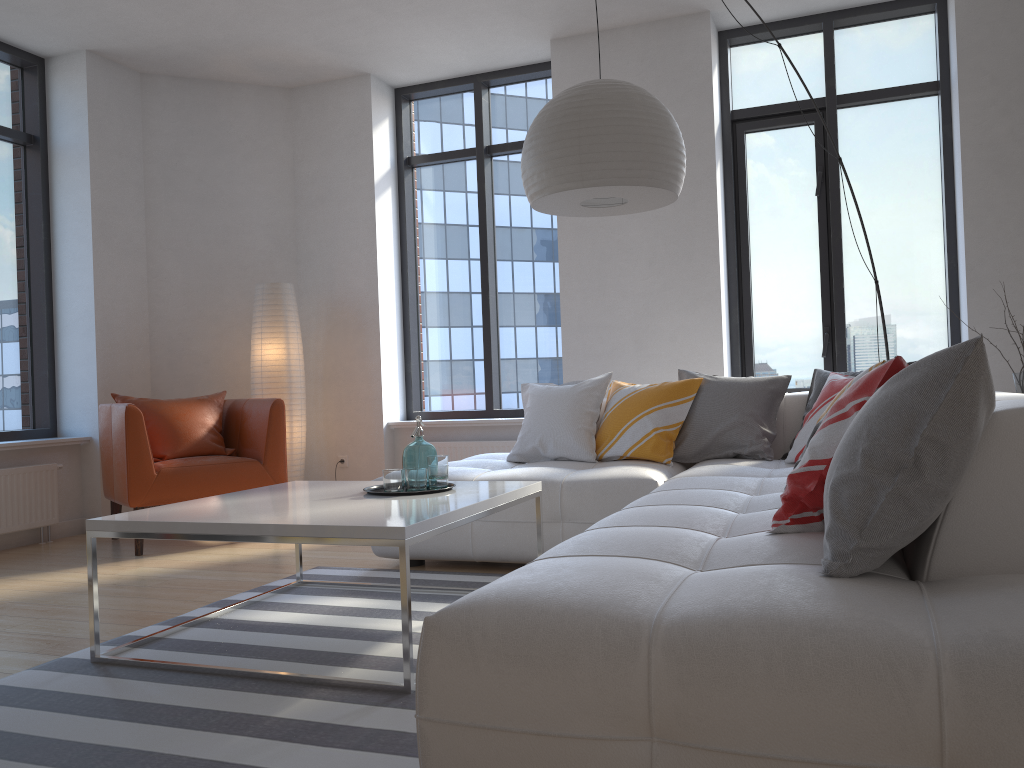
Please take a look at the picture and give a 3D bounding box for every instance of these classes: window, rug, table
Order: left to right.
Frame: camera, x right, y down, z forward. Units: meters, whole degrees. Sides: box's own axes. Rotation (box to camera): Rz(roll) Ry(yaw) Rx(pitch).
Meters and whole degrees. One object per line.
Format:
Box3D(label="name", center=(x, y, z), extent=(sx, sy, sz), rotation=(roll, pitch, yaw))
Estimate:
Box3D(label="window", center=(-3.341, -0.852, 4.727), extent=(0.170, 2.402, 1.960), rotation=(-2, 0, 21))
Box3D(label="rug", center=(-0.546, 0.824, 2.745), extent=(1.662, 0.016, 2.326), rotation=(-2, 0, 21))
Box3D(label="table", center=(-0.584, 0.605, 3.008), extent=(1.091, 0.435, 1.091), rotation=(-2, 0, 21))
Box3D(label="window", center=(-0.168, -0.961, 6.244), extent=(1.310, 2.402, 0.170), rotation=(-2, 0, 21))
Box3D(label="window", center=(1.980, -1.047, 5.423), extent=(1.310, 2.402, 0.170), rotation=(-2, 0, 21))

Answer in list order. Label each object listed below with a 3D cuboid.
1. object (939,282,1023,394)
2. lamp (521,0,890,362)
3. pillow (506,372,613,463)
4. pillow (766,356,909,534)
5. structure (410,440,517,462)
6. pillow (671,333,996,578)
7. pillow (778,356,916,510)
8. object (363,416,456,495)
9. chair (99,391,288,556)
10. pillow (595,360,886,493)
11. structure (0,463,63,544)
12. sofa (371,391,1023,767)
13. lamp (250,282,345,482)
Box3D(label="object", center=(2.153, -0.137, 3.612), extent=(0.406, 0.744, 0.607), rotation=(-2, 0, -29))
Box3D(label="lamp", center=(1.400, -0.558, 3.999), extent=(3.199, 2.647, 0.710), rotation=(-2, 0, -33))
Box3D(label="pillow", center=(0.685, 0.154, 3.888), extent=(0.580, 0.456, 2.156), rotation=(-2, -1, -43))
Box3D(label="pillow", center=(1.169, 0.158, 2.927), extent=(0.575, 0.449, 2.250), rotation=(-2, 0, 18))
Box3D(label="structure", center=(-0.199, 0.609, 5.914), extent=(1.015, 0.460, 0.110), rotation=(-2, 0, 21))
Box3D(label="pillow", center=(0.824, 0.141, 2.956), extent=(0.647, 0.453, 2.953), rotation=(-2, 0, 9))
Box3D(label="pillow", center=(1.277, 0.130, 3.235), extent=(0.608, 0.436, 2.120), rotation=(-2, 0, 17))
Box3D(label="object", center=(-0.370, 0.248, 3.174), extent=(0.330, 0.265, 0.330), rotation=(-3, -1, 45))
Box3D(label="chair", center=(-1.881, 0.466, 5.157), extent=(0.896, 0.858, 0.843), rotation=(-2, 0, -37))
Box3D(label="pillow", center=(0.849, 0.165, 3.614), extent=(0.630, 0.440, 2.095), rotation=(-2, 0, -22))
Box3D(label="structure", center=(-2.963, 0.704, 4.628), extent=(0.110, 0.460, 1.474), rotation=(-2, 0, 21))
Box3D(label="sofa", center=(0.381, 0.433, 3.133), extent=(2.614, 0.732, 3.424), rotation=(-2, 0, 21))
Box3D(label="lamp", center=(-1.315, 0.106, 5.893), extent=(0.804, 1.550, 0.502), rotation=(-2, 0, -19))
